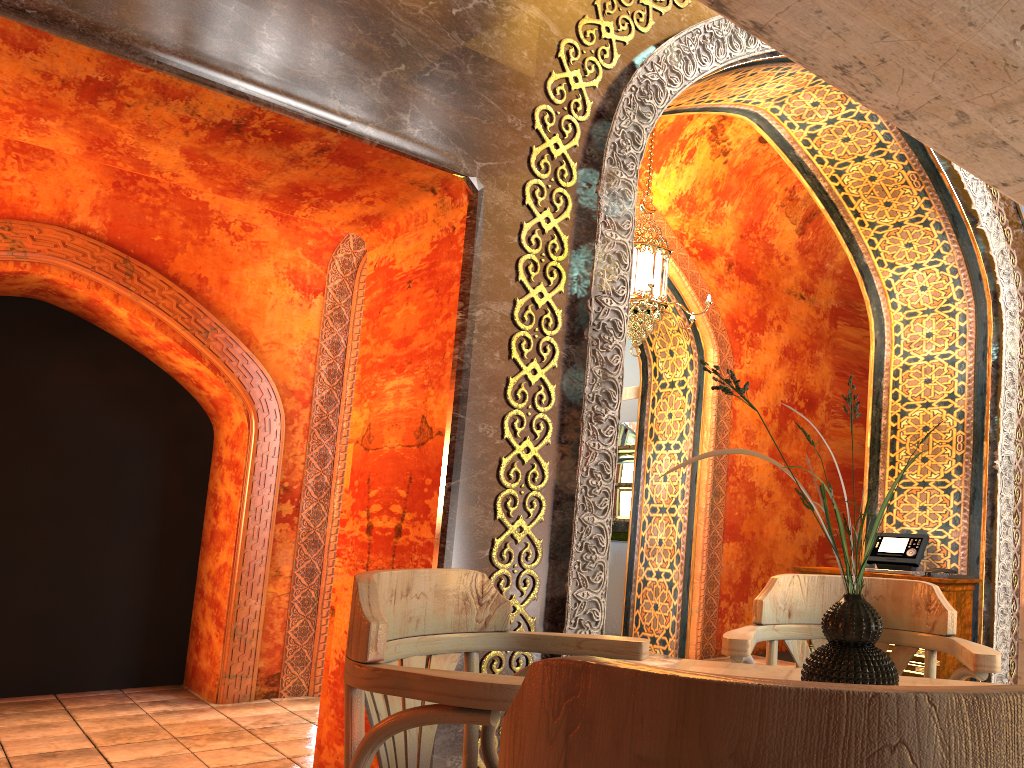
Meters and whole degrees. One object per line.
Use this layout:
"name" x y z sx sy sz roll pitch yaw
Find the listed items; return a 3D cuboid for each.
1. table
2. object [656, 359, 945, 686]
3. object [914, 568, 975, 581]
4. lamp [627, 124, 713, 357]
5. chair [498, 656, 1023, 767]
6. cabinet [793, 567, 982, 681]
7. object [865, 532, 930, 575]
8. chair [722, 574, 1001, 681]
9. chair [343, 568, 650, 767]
"table" 0.676 1.146 1.734 0.938 0.944 1.065 1 -8 18
"object" 0.585 0.301 1.692 0.715 0.713 0.227 7 -7 -24
"object" 3.277 1.438 6.433 0.439 0.086 0.297 7 -10 -22
"lamp" 1.129 -1.395 7.191 1.449 2.355 0.995 9 -8 -36
"chair" 0.315 0.902 1.009 0.753 1.174 0.727 2 -7 12
"cabinet" 2.914 2.028 6.754 0.556 1.048 1.325 9 -9 -35
"object" 3.063 1.347 6.784 0.407 0.316 0.283 -4 -10 42
"chair" 0.994 1.180 2.519 0.753 1.174 0.727 2 -7 12
"chair" -0.037 1.032 1.915 0.657 1.174 0.831 2 -7 18
